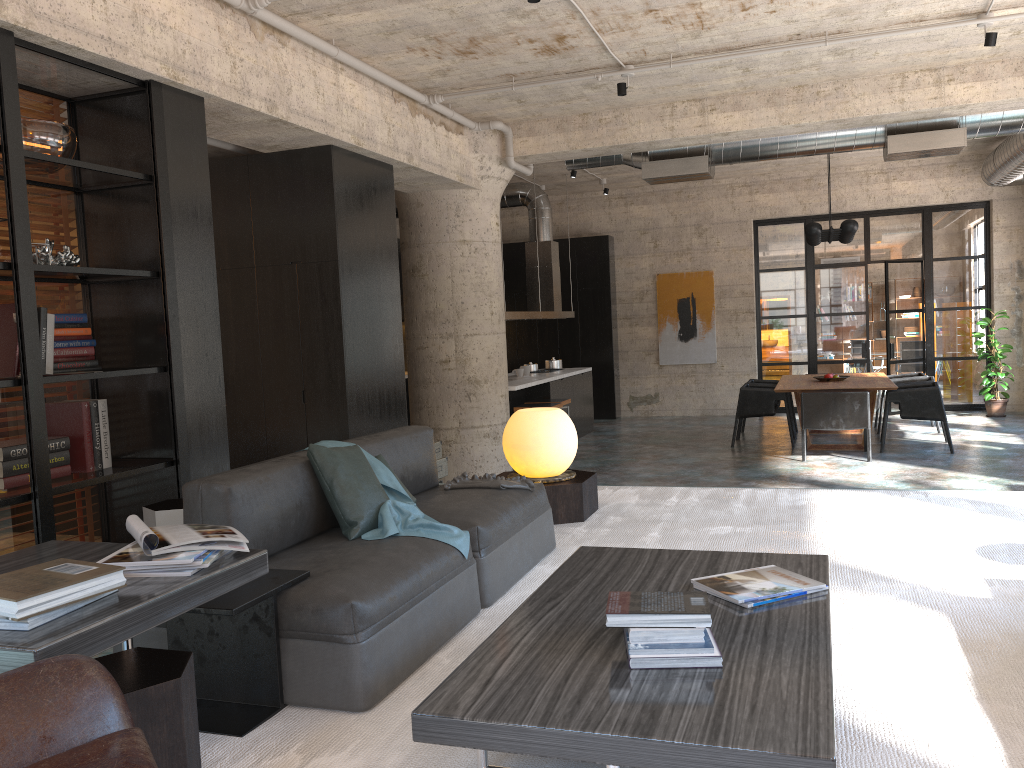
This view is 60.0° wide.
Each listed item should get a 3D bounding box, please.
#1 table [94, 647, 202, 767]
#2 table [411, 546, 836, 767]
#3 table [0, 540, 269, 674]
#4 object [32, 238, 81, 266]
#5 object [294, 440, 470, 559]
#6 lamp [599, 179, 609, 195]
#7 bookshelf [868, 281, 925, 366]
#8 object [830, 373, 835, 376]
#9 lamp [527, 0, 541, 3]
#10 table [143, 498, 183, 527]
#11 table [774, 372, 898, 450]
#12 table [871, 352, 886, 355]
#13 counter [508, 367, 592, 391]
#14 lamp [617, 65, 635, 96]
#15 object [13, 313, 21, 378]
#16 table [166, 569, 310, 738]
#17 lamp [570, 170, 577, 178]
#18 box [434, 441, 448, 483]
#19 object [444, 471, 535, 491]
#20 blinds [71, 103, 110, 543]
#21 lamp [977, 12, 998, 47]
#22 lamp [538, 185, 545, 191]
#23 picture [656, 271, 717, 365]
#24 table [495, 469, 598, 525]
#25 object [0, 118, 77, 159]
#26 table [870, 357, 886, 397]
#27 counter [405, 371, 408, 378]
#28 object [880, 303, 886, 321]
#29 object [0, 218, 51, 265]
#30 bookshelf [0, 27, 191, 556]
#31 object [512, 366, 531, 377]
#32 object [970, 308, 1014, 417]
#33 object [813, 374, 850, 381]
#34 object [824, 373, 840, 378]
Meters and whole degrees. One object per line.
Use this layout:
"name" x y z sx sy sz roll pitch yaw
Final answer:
"table" -0.982 0.899 2.262 0.316 0.340 0.365 -4 4 -11
"table" 0.449 0.822 2.563 0.900 0.309 1.500 -2 4 19
"table" -1.193 0.798 2.315 0.800 0.570 0.800 -2 4 19
"object" -2.369 -0.658 4.561 0.323 0.177 0.322 -2 4 19
"object" -0.614 0.475 3.734 0.444 0.438 0.985 -6 5 -44
"lamp" 1.413 -3.013 13.573 0.145 0.236 0.107 -3 4 2
"bookshelf" 8.094 -1.136 19.348 3.034 2.179 0.366 -2 4 19
"object" 3.983 -0.095 10.980 0.110 0.082 0.088 -5 4 -31
"lamp" 0.151 -2.254 4.945 0.141 0.215 0.107 -3 4 2
"table" -1.693 0.783 4.559 0.316 0.340 0.365 -6 5 -41
"table" 3.991 0.332 10.993 1.299 0.756 2.410 -2 4 19
"table" 7.428 -0.260 17.654 1.800 0.721 0.800 -2 4 19
"counter" 0.140 -0.075 11.687 1.000 0.046 3.500 -2 4 19
"lamp" 0.914 -2.435 7.119 0.141 0.215 0.107 -3 4 2
"object" -2.267 -0.183 4.146 0.099 0.301 0.099 -2 4 14
"table" -0.931 0.840 2.855 0.420 0.390 0.413 -2 4 19
"lamp" 0.792 -2.863 11.817 0.145 0.236 0.107 -3 4 2
"box" -0.666 0.678 7.020 0.280 0.441 0.331 -2 4 9
"object" -0.086 0.534 4.508 0.433 0.185 0.429 -2 4 15
"blinds" -2.918 -0.016 3.711 0.136 3.160 2.915 -2 4 19
"lamp" 3.350 -2.488 6.255 0.107 0.236 0.145 -3 4 2
"lamp" 0.489 -2.988 13.896 0.145 0.236 0.107 -3 4 2
"picture" 2.852 -1.073 14.505 0.928 1.494 0.029 -2 4 19
"table" 0.130 0.699 5.296 0.616 0.230 1.044 -2 4 19
"object" -2.416 -1.177 4.445 0.430 0.217 0.434 -1 4 22
"table" 7.009 -0.117 15.810 1.800 0.721 0.800 -2 4 19
"counter" -2.425 0.029 12.761 1.000 0.142 4.360 -2 4 19
"object" 8.062 -1.571 19.284 0.121 0.395 0.062 -1 4 22
"object" -2.319 -0.637 4.015 0.200 0.200 0.409 -1 4 29
"bookshelf" -2.590 -0.216 3.586 0.628 2.571 2.900 -2 4 19
"object" 0.133 -0.173 11.827 0.188 0.133 0.437 -1 4 20
"object" 6.839 -0.306 12.614 0.514 1.552 0.886 -2 4 16
"object" 3.942 -0.082 10.945 0.435 0.079 0.435 -5 5 -34
"object" 3.943 -0.094 10.920 0.219 0.097 0.100 -5 4 -27
